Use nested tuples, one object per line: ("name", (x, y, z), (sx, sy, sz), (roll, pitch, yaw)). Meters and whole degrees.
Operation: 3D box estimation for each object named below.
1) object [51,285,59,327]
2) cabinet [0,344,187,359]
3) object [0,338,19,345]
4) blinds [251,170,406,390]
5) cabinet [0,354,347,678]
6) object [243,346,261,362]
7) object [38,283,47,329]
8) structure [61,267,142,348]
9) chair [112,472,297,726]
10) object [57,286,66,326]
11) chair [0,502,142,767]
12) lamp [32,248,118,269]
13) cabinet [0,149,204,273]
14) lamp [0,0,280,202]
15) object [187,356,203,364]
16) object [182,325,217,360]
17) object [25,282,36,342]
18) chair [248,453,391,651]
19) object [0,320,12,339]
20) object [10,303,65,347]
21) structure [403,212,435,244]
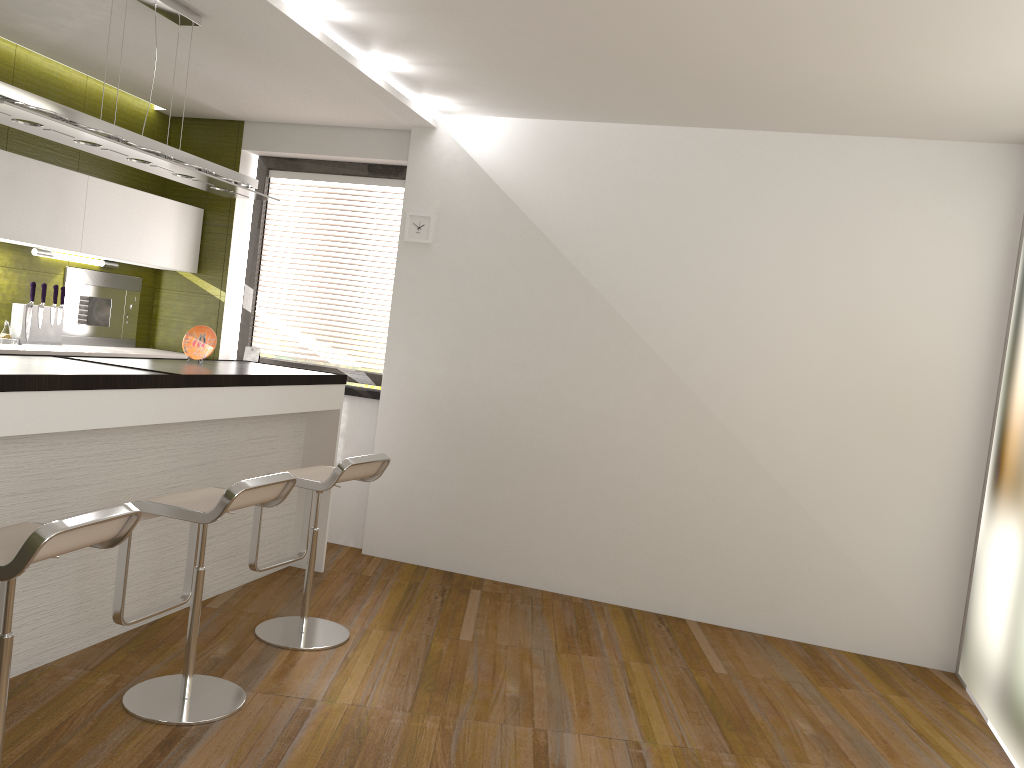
("object", (-2.613, -0.446, 5.057), (0.013, 0.243, 0.036), (8, 3, 16))
("cabinet", (-2.757, 0.335, 4.638), (0.465, 1.086, 2.940), (8, 3, 16))
("object", (-2.756, -0.234, 4.823), (0.107, 0.032, 0.107), (8, 3, 27))
("blinds", (-2.869, -3.664, 9.454), (16.000, 12.704, 9.030), (5, 3, -35))
("cabinet", (-1.720, 0.482, 3.712), (0.663, 1.134, 2.947), (8, 3, 16))
("object", (-1.735, -0.160, 5.908), (0.106, 0.169, 0.057), (8, 3, 10))
("object", (-2.639, -0.435, 4.973), (0.013, 0.264, 0.042), (8, 3, 16))
("structure", (-2.595, -0.471, 5.625), (0.015, 0.469, 0.663), (8, 3, 16))
("chair", (-1.109, 0.721, 3.185), (0.460, 0.857, 0.418), (8, 3, 16))
("object", (-2.599, -0.448, 5.106), (0.013, 0.231, 0.040), (8, 3, 16))
("chair", (-1.341, 0.730, 2.370), (0.460, 0.857, 0.418), (8, 3, 11))
("lamp", (-2.606, -0.749, 5.323), (0.095, 0.041, 0.716), (8, 3, 15))
("cabinet", (-2.886, -0.176, 4.393), (0.724, 2.089, 3.471), (8, 3, 16))
("lamp", (-1.506, -1.263, 3.670), (0.326, 0.683, 1.677), (8, 3, 16))
("object", (-1.586, -0.172, 4.494), (0.088, 0.131, 0.072), (8, 3, 11))
("object", (-1.582, -0.209, 4.493), (0.184, 0.178, 0.055), (8, 3, 12))
("object", (-2.665, -0.397, 4.898), (0.013, 0.339, 0.046), (8, 3, 16))
("chair", (-0.878, 0.713, 3.999), (0.460, 0.857, 0.418), (8, 3, 21))
("object", (-2.749, -0.288, 4.820), (0.059, 0.121, 0.059), (6, 3, -17))
("object", (-2.684, -0.331, 5.015), (0.107, 0.227, 0.293), (8, 3, 16))
("structure", (-0.566, -0.954, 5.419), (0.180, 0.180, 0.026), (8, 3, 16))
